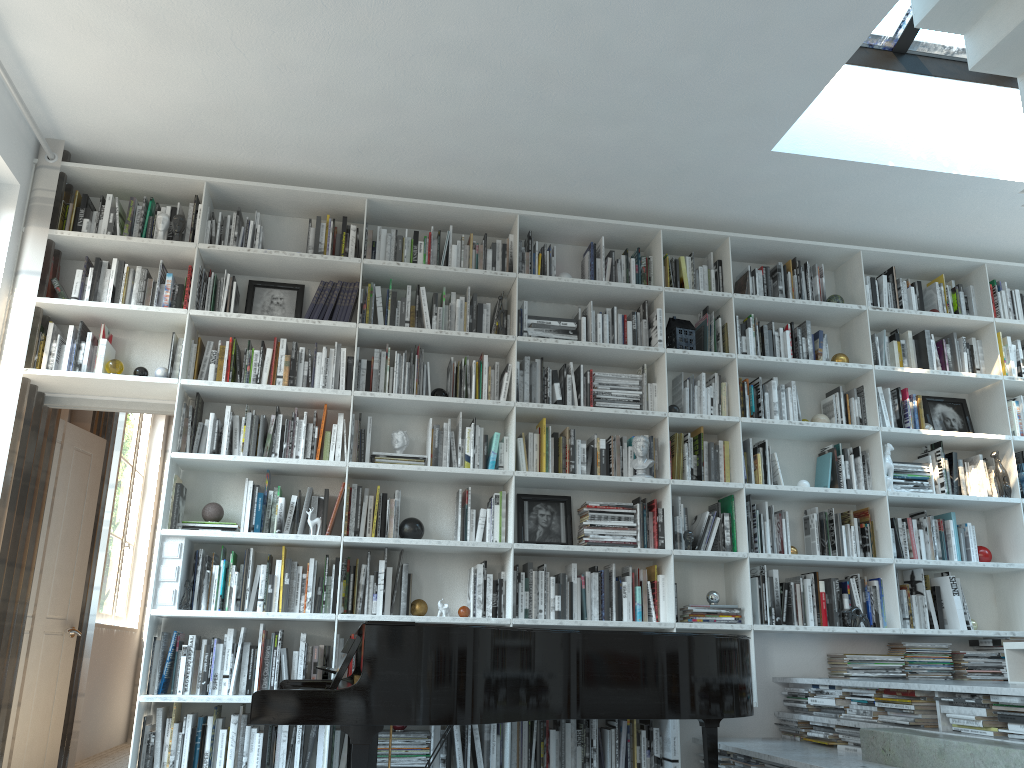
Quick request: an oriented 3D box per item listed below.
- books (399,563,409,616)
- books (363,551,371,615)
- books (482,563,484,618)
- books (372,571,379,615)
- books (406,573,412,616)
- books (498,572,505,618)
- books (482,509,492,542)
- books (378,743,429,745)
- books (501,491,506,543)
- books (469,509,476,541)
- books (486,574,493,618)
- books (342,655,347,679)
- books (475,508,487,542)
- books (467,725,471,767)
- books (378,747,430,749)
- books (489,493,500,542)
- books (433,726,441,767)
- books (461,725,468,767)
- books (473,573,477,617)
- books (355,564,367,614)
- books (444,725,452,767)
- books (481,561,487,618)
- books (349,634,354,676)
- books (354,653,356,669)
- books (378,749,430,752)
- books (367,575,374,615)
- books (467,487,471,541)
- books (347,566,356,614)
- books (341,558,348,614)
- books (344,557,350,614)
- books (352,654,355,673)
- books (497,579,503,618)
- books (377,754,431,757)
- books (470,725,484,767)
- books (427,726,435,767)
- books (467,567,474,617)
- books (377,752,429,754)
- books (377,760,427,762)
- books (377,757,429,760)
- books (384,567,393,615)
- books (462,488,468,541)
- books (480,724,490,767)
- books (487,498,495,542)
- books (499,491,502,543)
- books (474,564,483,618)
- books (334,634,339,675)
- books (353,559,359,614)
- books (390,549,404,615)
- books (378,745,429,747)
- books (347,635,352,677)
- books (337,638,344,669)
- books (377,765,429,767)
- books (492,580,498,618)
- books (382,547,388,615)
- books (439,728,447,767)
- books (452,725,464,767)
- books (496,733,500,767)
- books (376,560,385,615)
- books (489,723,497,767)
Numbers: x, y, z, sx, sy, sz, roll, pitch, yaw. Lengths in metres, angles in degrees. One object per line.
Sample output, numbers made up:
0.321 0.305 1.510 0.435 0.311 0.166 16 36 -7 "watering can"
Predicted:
-0.547 1.042 4.466 0.027 0.260 0.164 4 -17 -10 "books"
-0.728 1.005 4.445 0.014 0.312 0.166 4 -17 -10 "books"
-0.161 1.067 4.553 0.010 0.276 0.156 4 -17 -10 "books"
-0.687 1.055 4.439 0.021 0.214 0.172 4 -17 -10 "books"
-0.525 1.071 4.477 0.023 0.211 0.160 4 -17 -10 "books"
-0.056 1.098 4.586 0.019 0.241 0.108 4 -17 -10 "books"
-0.134 0.759 4.641 0.024 0.187 0.173 4 -17 -10 "books"
-0.549 1.733 4.278 0.285 0.005 0.160 4 -18 -11 "books"
-0.059 0.717 4.657 0.021 0.280 0.162 4 -17 -10 "books"
-0.218 0.759 4.636 0.030 0.182 0.155 4 -17 -10 "books"
-0.127 1.093 4.539 0.029 0.220 0.153 4 -17 -10 "books"
-0.817 1.406 4.320 0.026 0.212 0.140 4 -17 -10 "books"
-0.172 0.755 4.630 0.057 0.188 0.156 4 -17 -10 "books"
-0.220 1.748 4.314 0.012 0.274 0.181 4 -17 -10 "books"
-0.549 1.748 4.271 0.285 0.005 0.160 5 -18 -12 "books"
-0.095 0.722 4.656 0.027 0.268 0.179 4 -17 -10 "books"
-0.373 1.748 4.308 0.031 0.264 0.145 4 -17 -10 "books"
-0.233 1.770 4.313 0.011 0.231 0.174 4 -17 -10 "books"
-0.201 1.090 4.543 0.015 0.224 0.148 4 -17 -10 "books"
-0.756 1.034 4.432 0.042 0.247 0.163 4 -17 -10 "books"
-0.315 1.765 4.313 0.028 0.237 0.136 4 -17 -10 "books"
-0.149 1.060 4.553 0.014 0.290 0.132 4 -17 -10 "books"
-0.788 1.373 4.337 0.013 0.287 0.161 4 -17 -10 "books"
-0.758 1.393 4.318 0.023 0.236 0.173 4 -17 -10 "books"
-0.547 1.761 4.272 0.285 0.007 0.160 4 -18 -10 "books"
-0.711 1.063 4.436 0.024 0.195 0.157 4 -17 -10 "books"
-0.236 0.701 4.643 0.012 0.297 0.166 4 -17 -10 "books"
-0.803 1.035 4.422 0.030 0.238 0.157 4 -17 -10 "books"
-0.839 1.019 4.433 0.013 0.274 0.147 4 -17 -10 "books"
-0.824 1.013 4.428 0.013 0.282 0.147 4 -17 -10 "books"
-0.776 1.400 4.323 0.010 0.227 0.168 4 -17 -10 "books"
-0.072 1.108 4.552 0.024 0.200 0.159 4 -17 -10 "books"
-0.545 1.777 4.255 0.285 0.007 0.160 6 -18 -15 "books"
-0.180 1.754 4.334 0.073 0.275 0.181 4 -17 -10 "books"
-0.392 1.747 4.288 0.012 0.253 0.161 4 -17 -10 "books"
-0.213 1.073 4.537 0.012 0.253 0.161 4 -17 -10 "books"
-0.547 1.767 4.268 0.285 0.007 0.160 4 -18 -9 "books"
-0.546 1.798 4.252 0.254 0.007 0.161 5 -18 -14 "books"
-0.546 1.791 4.253 0.285 0.007 0.160 5 -18 -14 "books"
-0.626 1.051 4.467 0.029 0.240 0.136 4 -17 -10 "books"
-0.248 0.704 4.643 0.011 0.290 0.156 4 -17 -10 "books"
-0.134 1.769 4.353 0.025 0.258 0.133 4 -17 -10 "books"
-0.114 0.731 4.642 0.012 0.244 0.171 4 -17 -10 "books"
-0.075 0.716 4.651 0.011 0.278 0.188 4 -17 -10 "books"
-0.177 1.065 4.536 0.027 0.268 0.159 4 -17 -10 "books"
-0.858 1.370 4.327 0.012 0.284 0.160 4 -17 -10 "books"
-0.781 1.018 4.423 0.012 0.271 0.182 4 -17 -10 "books"
-0.584 1.007 4.471 0.050 0.327 0.167 4 -17 -10 "books"
-0.549 1.739 4.276 0.285 0.005 0.160 4 -18 -9 "books"
-0.799 1.374 4.331 0.010 0.281 0.149 4 -17 -10 "books"
-0.842 1.381 4.329 0.023 0.265 0.135 4 -17 -10 "books"
-0.548 1.824 4.243 0.285 0.007 0.160 5 -18 -14 "books"
-0.102 1.113 4.559 0.031 0.194 0.142 4 -17 -10 "books"
-0.647 1.005 4.485 0.013 0.338 0.138 4 -17 -10 "books"
-0.341 1.777 4.292 0.029 0.201 0.178 4 -17 -10 "books"
-0.270 1.758 4.312 0.062 0.252 0.178 4 -17 -10 "books"
-0.085 1.806 4.336 0.024 0.179 0.172 4 -17 -10 "books"
-0.663 1.030 4.447 0.027 0.268 0.185 4 -17 -10 "books"
-0.105 1.762 4.328 0.024 0.259 0.190 4 -17 -10 "books"
